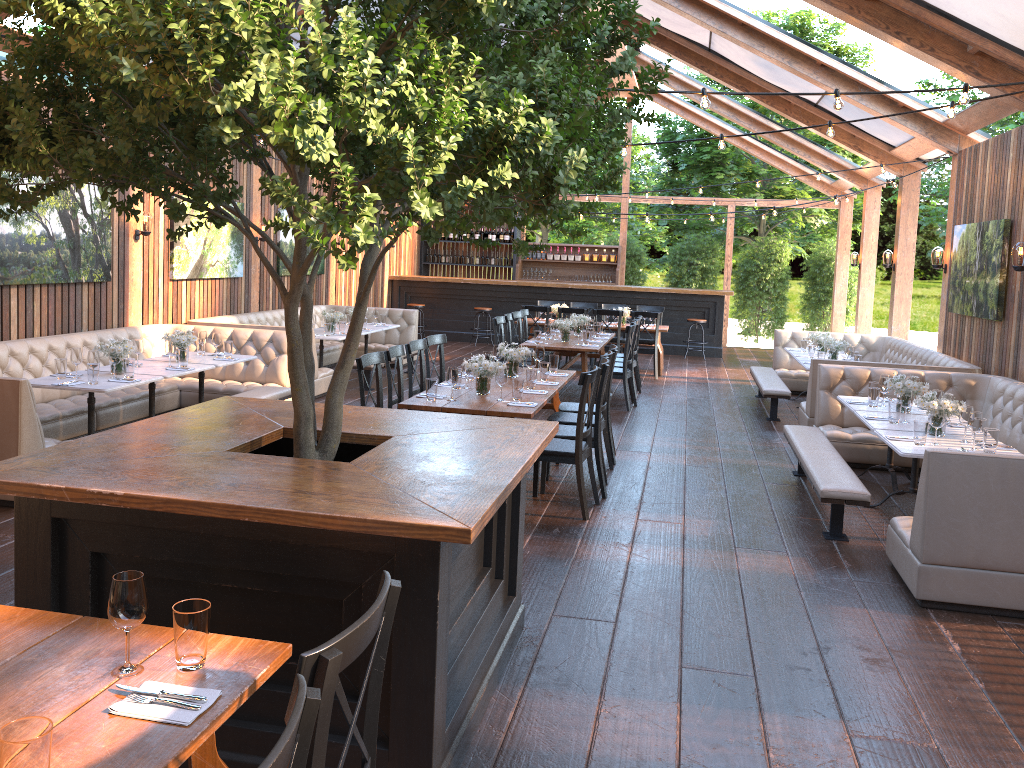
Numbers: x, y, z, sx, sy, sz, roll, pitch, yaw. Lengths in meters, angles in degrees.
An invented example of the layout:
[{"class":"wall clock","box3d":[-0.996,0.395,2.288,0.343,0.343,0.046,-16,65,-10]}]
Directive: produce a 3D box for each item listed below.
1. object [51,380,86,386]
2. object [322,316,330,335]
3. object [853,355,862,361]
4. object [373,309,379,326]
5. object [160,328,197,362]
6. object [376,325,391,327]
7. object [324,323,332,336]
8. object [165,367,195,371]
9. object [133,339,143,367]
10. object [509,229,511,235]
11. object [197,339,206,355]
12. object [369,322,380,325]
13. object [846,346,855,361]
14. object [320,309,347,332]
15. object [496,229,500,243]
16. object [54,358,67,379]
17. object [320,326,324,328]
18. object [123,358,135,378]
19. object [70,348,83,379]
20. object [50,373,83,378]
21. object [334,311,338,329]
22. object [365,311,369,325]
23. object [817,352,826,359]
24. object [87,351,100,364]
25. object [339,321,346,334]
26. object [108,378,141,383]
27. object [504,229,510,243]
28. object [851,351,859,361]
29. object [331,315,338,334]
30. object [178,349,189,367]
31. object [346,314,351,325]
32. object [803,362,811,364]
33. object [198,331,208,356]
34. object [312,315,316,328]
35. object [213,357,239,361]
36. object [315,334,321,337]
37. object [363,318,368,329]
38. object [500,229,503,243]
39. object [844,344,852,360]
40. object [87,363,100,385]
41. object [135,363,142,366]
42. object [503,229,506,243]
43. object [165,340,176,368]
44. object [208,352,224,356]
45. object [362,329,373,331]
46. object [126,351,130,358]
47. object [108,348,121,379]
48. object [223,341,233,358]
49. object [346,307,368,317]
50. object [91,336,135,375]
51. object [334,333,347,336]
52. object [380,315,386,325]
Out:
[{"class":"object","box3d":[-3.395,-0.013,6.807,0.157,0.019,0.257,4,8,11]},{"class":"object","box3d":[-2.387,-0.747,11.341,0.092,0.243,0.093,-1,6,-31]},{"class":"object","box3d":[3.909,-0.249,10.016,0.092,0.157,0.092,2,6,-3]},{"class":"object","box3d":[-2.014,-0.991,13.110,0.092,0.243,0.093,-1,6,-36]},{"class":"object","box3d":[-3.099,-0.365,8.301,0.337,0.308,0.330,6,7,27]},{"class":"object","box3d":[-1.903,-0.857,13.000,0.255,0.019,0.158,4,8,11]},{"class":"object","box3d":[-2.342,-0.688,11.246,0.092,0.157,0.092,2,6,-3]},{"class":"object","box3d":[-2.941,-0.138,7.793,0.255,0.019,0.158,4,8,11]},{"class":"object","box3d":[-3.313,-0.272,7.832,0.092,0.243,0.093,-1,6,-31]},{"class":"object","box3d":[-0.047,-3.305,19.721,0.087,0.332,0.088,2,5,-9]},{"class":"object","box3d":[-3.119,-0.375,8.883,0.092,0.157,0.092,-3,7,-42]},{"class":"object","box3d":[-2.072,-0.913,13.333,0.157,0.019,0.257,4,8,11]},{"class":"object","box3d":[3.865,-0.308,10.111,0.092,0.243,0.093,-1,6,-31]},{"class":"object","box3d":[-2.388,-0.845,11.789,0.330,0.308,0.337,7,8,33]},{"class":"object","box3d":[-0.305,-3.290,19.623,0.077,0.307,0.078,2,5,-10]},{"class":"object","box3d":[-3.571,-0.119,7.005,0.092,0.157,0.092,2,6,-3]},{"class":"object","box3d":[-2.549,-0.794,12.386,0.255,0.019,0.158,4,8,11]},{"class":"object","box3d":[-3.114,-0.128,7.198,0.092,0.157,0.092,2,6,-3]},{"class":"object","box3d":[-3.470,-0.164,7.049,0.092,0.243,0.093,-1,6,-31]},{"class":"object","box3d":[-3.591,-0.075,7.176,0.255,0.019,0.158,4,8,11]},{"class":"object","box3d":[-2.429,-0.883,12.259,0.092,0.243,0.093,-1,6,-36]},{"class":"object","box3d":[-2.187,-1.012,13.209,0.092,0.243,0.093,-1,6,-36]},{"class":"object","box3d":[3.565,-0.291,10.203,0.092,0.157,0.092,2,6,-3]},{"class":"object","box3d":[-3.271,-0.136,6.914,0.092,0.243,0.093,-1,6,-31]},{"class":"object","box3d":[-2.230,-0.739,11.625,0.092,0.157,0.092,2,6,-3]},{"class":"object","box3d":[-3.100,-0.035,7.038,0.255,0.019,0.158,4,8,11]},{"class":"object","box3d":[-0.109,-3.279,19.592,0.136,0.314,0.137,4,5,18]},{"class":"object","box3d":[4.022,-0.300,10.396,0.092,0.157,0.092,2,6,-3]},{"class":"object","box3d":[-2.327,-0.779,11.575,0.092,0.243,0.093,-1,6,-31]},{"class":"object","box3d":[-2.955,-0.232,7.953,0.092,0.157,0.092,2,6,-3]},{"class":"object","box3d":[-2.382,-0.939,12.950,0.092,0.157,0.092,2,6,-3]},{"class":"object","box3d":[3.545,-0.247,10.374,0.255,0.019,0.158,4,8,11]},{"class":"object","box3d":[-3.071,-0.401,8.781,0.092,0.243,0.093,-1,6,-31]},{"class":"object","box3d":[-2.586,-0.775,11.476,0.092,0.243,0.093,-1,6,-31]},{"class":"object","box3d":[-2.787,-0.246,8.573,0.255,0.019,0.158,4,8,11]},{"class":"object","box3d":[-2.511,-0.624,11.234,0.157,0.019,0.257,4,8,11]},{"class":"object","box3d":[-2.070,-0.843,12.380,0.092,0.157,0.092,2,6,-3]},{"class":"object","box3d":[-0.230,-3.281,19.576,0.078,0.310,0.078,3,5,6]},{"class":"object","box3d":[3.925,-0.340,10.345,0.092,0.243,0.093,-1,6,-31]},{"class":"object","box3d":[-3.227,-0.078,6.819,0.092,0.157,0.092,2,6,-3]},{"class":"object","box3d":[-3.434,-0.183,7.959,0.255,0.019,0.158,4,8,11]},{"class":"object","box3d":[-0.151,-3.299,19.727,0.077,0.307,0.078,2,5,-10]},{"class":"object","box3d":[-3.052,-0.272,7.902,0.092,0.243,0.093,-1,6,-31]},{"class":"object","box3d":[-2.957,-0.302,8.906,0.157,0.019,0.257,4,8,11]},{"class":"object","box3d":[-2.056,-0.749,12.220,0.255,0.019,0.158,4,8,11]},{"class":"object","box3d":[-3.414,-0.227,7.789,0.092,0.157,0.092,2,6,-3]},{"class":"object","box3d":[-3.211,-0.168,7.148,0.092,0.243,0.093,-1,6,-31]},{"class":"object","box3d":[-2.801,-0.340,8.732,0.092,0.157,0.092,2,6,-3]},{"class":"object","box3d":[-2.221,-0.975,12.725,0.329,0.308,0.338,1,7,-14]},{"class":"object","box3d":[-3.286,-0.235,7.362,0.337,0.308,0.330,5,7,23]},{"class":"object","box3d":[-2.216,-0.645,11.466,0.255,0.019,0.158,4,8,11]},{"class":"object","box3d":[-1.917,-0.951,13.160,0.092,0.157,0.092,2,6,-3]}]
